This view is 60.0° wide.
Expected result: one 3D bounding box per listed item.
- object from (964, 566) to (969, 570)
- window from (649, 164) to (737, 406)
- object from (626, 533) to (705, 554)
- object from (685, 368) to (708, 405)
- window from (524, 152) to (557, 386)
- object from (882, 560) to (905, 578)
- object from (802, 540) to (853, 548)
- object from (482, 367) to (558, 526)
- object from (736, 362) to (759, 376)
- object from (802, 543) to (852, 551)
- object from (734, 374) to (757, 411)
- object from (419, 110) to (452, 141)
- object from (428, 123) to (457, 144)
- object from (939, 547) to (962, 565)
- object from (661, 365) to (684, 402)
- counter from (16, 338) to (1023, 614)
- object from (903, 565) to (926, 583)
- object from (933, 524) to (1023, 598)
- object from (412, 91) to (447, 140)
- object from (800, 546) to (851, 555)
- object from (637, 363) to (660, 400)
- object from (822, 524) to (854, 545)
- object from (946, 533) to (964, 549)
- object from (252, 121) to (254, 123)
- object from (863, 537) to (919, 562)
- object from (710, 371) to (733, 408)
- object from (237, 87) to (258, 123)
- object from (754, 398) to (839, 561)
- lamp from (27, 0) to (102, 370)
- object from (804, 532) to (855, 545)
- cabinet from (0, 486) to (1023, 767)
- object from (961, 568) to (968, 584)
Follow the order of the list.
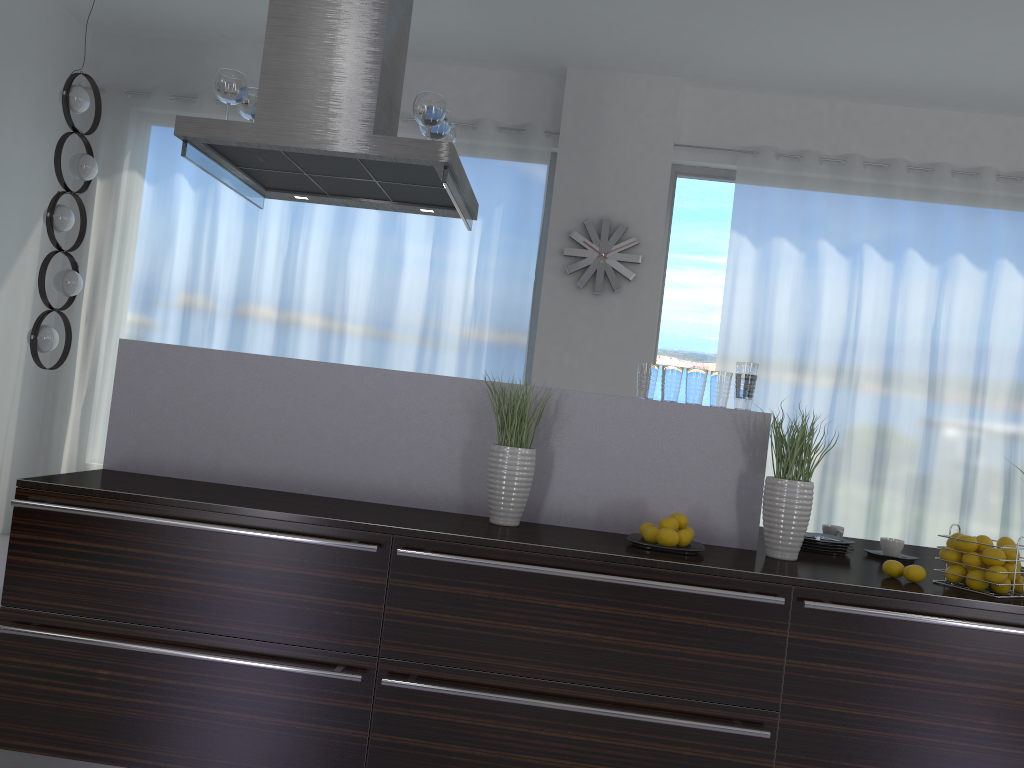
[{"bbox_3d":[1.374,0.569,2.663,0.061,0.053,0.053,8,-2,-41],"label":"object"},{"bbox_3d":[2.412,-0.091,5.969,3.000,2.500,0.100,7,-2,4],"label":"window"},{"bbox_3d":[0.463,0.485,2.676,0.232,0.020,0.232,6,-2,12],"label":"object"},{"bbox_3d":[0.610,0.010,2.947,0.072,0.119,0.071,5,-2,44],"label":"object"},{"bbox_3d":[-1.305,-0.519,6.209,3.000,2.500,0.100,7,-2,4],"label":"window"},{"bbox_3d":[1.122,0.544,2.607,0.053,0.051,0.063,7,-2,-28],"label":"object"},{"bbox_3d":[1.053,0.547,3.084,0.232,0.020,0.232,6,-2,7],"label":"object"},{"bbox_3d":[-0.003,0.190,2.778,0.269,0.502,0.247,7,-2,4],"label":"object"},{"bbox_3d":[0.774,-0.010,2.937,0.072,0.119,0.071,5,-2,44],"label":"object"},{"bbox_3d":[1.052,0.557,3.084,0.232,0.020,0.232,6,-2,12],"label":"object"},{"bbox_3d":[0.770,0.029,2.936,0.072,0.119,0.071,5,-2,44],"label":"object"},{"bbox_3d":[-0.301,-0.941,3.410,0.125,0.221,0.125,6,-2,28],"label":"object"},{"bbox_3d":[-0.292,-0.936,3.556,0.125,0.221,0.125,6,-2,28],"label":"object"},{"bbox_3d":[1.287,0.504,2.599,0.053,0.051,0.063,7,-2,-28],"label":"object"},{"bbox_3d":[0.529,0.001,2.952,0.072,0.119,0.071,5,-2,44],"label":"object"},{"bbox_3d":[0.229,0.684,3.074,3.291,1.300,1.302,7,-2,4],"label":"counter"},{"bbox_3d":[1.161,0.547,2.556,0.063,0.051,0.053,6,-2,7],"label":"object"},{"bbox_3d":[1.377,0.510,2.578,0.189,0.174,0.207,8,-2,-31],"label":"object"},{"bbox_3d":[-0.309,-0.946,3.252,0.125,0.221,0.125,6,-2,28],"label":"object"},{"bbox_3d":[1.051,0.566,3.084,0.232,0.020,0.232,6,-2,12],"label":"object"},{"bbox_3d":[0.449,-0.008,2.957,0.072,0.119,0.071,8,-2,-36],"label":"object"},{"bbox_3d":[1.200,0.566,3.325,0.153,0.069,0.153,6,-2,37],"label":"object"},{"bbox_3d":[1.314,0.468,2.617,0.052,0.060,0.057,7,-2,-8],"label":"object"},{"bbox_3d":[-1.000,-1.018,3.589,0.125,0.221,0.125,6,-2,28],"label":"object"},{"bbox_3d":[1.317,0.574,3.078,0.153,0.069,0.153,7,-2,-23],"label":"object"},{"bbox_3d":[0.690,0.019,2.942,0.072,0.119,0.071,5,-2,44],"label":"object"},{"bbox_3d":[-1.008,-1.023,3.432,0.125,0.221,0.125,6,-2,28],"label":"object"},{"bbox_3d":[0.880,0.293,2.746,0.269,0.502,0.247,8,-2,-43],"label":"object"},{"bbox_3d":[-2.499,-1.258,5.068,0.180,2.370,0.367,7,-2,-3],"label":"lamp"},{"bbox_3d":[0.897,0.457,3.176,0.646,0.147,0.269,6,-2,29],"label":"object"},{"bbox_3d":[0.201,0.906,3.057,3.285,0.852,1.377,7,-2,4],"label":"cabinet"},{"bbox_3d":[1.327,0.563,2.626,0.053,0.053,0.061,8,-2,-44],"label":"object"}]
